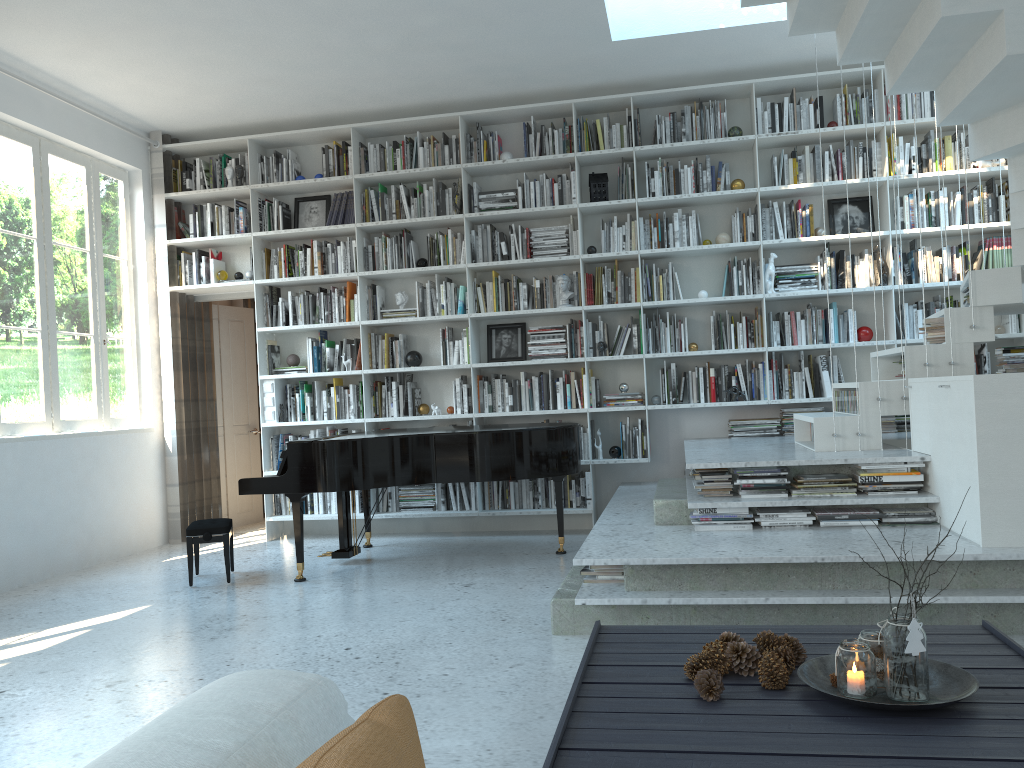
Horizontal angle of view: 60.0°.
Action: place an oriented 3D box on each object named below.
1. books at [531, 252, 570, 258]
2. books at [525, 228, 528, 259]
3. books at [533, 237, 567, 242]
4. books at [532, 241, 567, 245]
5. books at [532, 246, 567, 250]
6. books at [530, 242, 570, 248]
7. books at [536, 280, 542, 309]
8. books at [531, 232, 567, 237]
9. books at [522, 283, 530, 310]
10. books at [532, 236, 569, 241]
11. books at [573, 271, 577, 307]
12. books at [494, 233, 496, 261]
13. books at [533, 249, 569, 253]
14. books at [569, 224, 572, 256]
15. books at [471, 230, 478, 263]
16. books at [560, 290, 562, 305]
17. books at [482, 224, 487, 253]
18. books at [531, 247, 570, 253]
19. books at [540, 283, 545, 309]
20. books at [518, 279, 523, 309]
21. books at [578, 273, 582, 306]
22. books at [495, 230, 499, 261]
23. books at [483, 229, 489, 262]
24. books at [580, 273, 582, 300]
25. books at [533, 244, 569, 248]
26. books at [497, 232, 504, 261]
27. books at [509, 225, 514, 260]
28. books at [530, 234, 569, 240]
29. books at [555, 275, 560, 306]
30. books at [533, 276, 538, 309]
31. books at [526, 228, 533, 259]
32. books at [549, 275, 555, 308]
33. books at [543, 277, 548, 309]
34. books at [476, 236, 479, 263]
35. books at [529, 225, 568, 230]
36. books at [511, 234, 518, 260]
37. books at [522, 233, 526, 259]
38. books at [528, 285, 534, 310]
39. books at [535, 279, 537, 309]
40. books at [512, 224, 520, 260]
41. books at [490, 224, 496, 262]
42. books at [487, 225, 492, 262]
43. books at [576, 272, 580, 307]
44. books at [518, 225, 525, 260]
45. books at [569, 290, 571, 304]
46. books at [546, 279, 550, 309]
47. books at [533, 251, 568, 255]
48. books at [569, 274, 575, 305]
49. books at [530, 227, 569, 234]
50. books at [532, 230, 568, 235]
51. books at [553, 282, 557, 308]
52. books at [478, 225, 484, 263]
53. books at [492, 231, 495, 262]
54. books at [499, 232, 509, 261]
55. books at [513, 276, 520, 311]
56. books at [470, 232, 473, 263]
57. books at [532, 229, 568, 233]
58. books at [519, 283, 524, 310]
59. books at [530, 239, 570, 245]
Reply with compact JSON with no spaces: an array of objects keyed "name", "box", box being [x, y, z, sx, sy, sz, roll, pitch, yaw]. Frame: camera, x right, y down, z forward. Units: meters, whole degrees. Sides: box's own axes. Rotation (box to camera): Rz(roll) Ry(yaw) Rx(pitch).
[{"name":"books","box":[0.295,-0.954,6.608,0.285,0.012,0.159,-3,-1,12]},{"name":"books","box":[0.122,-1.025,6.628,0.015,0.245,0.183,-3,-1,11]},{"name":"books","box":[0.289,-1.063,6.604,0.254,0.012,0.161,-3,-1,8]},{"name":"books","box":[0.291,-1.039,6.608,0.254,0.012,0.161,-3,-1,12]},{"name":"books","box":[0.292,-1.003,6.606,0.254,0.012,0.161,-3,-1,13]},{"name":"books","box":[0.291,-1.027,6.609,0.285,0.012,0.159,-3,-1,12]},{"name":"books","box":[0.210,-0.650,6.605,0.029,0.224,0.185,-3,-1,11]},{"name":"books","box":[0.286,-1.099,6.600,0.254,0.012,0.161,-3,-1,16]},{"name":"books","box":[0.111,-0.640,6.637,0.030,0.215,0.168,-3,-1,11]},{"name":"books","box":[0.288,-1.075,6.606,0.254,0.012,0.161,-3,-1,13]},{"name":"books","box":[0.477,-0.691,6.582,0.025,0.279,0.108,-3,0,11]},{"name":"books","box":[-0.110,-1.007,6.679,0.014,0.233,0.147,-3,0,11]},{"name":"books","box":[0.294,-0.978,6.608,0.254,0.012,0.161,-3,-1,10]},{"name":"books","box":[0.441,-1.046,6.563,0.012,0.254,0.161,-3,0,11]},{"name":"books","box":[-0.271,-1.016,6.706,0.026,0.267,0.170,-3,0,11]},{"name":"books","box":[0.378,-0.647,6.591,0.035,0.201,0.149,-3,0,11]},{"name":"books","box":[-0.197,-1.042,6.709,0.014,0.313,0.133,-3,0,11]},{"name":"books","box":[0.292,-0.991,6.604,0.285,0.012,0.159,-3,-1,8]},{"name":"books","box":[0.239,-0.640,6.602,0.029,0.200,0.178,-3,-1,11]},{"name":"books","box":[0.068,-0.656,6.657,0.011,0.251,0.130,-3,0,11]},{"name":"books","box":[0.510,-0.684,6.571,0.014,0.261,0.137,-3,0,11]},{"name":"books","box":[-0.098,-1.016,6.673,0.014,0.250,0.172,-3,0,11]},{"name":"books","box":[-0.182,-1.020,6.680,0.025,0.266,0.185,-3,0,11]},{"name":"books","box":[0.529,-0.687,6.575,0.023,0.264,0.107,-3,0,11]},{"name":"books","box":[0.292,-1.015,6.606,0.254,0.012,0.161,-3,-1,9]},{"name":"books","box":[-0.085,-1.011,6.672,0.011,0.239,0.147,-3,0,11]},{"name":"books","box":[-0.003,-1.039,6.663,0.022,0.285,0.130,-3,0,11]},{"name":"books","box":[0.288,-1.087,6.609,0.285,0.012,0.159,-3,-1,10]},{"name":"books","box":[0.348,-0.675,6.599,0.024,0.259,0.126,-3,0,11]},{"name":"books","box":[0.181,-0.666,6.626,0.014,0.258,0.161,-3,0,11]},{"name":"books","box":[0.133,-1.027,6.613,0.013,0.247,0.176,-3,0,11]},{"name":"books","box":[0.302,-0.672,6.597,0.025,0.258,0.150,-3,0,11]},{"name":"books","box":[0.256,-0.663,6.588,0.012,0.245,0.186,-3,-1,11]},{"name":"books","box":[-0.241,-0.998,6.716,0.027,0.228,0.147,-3,0,11]},{"name":"books","box":[0.285,-1.149,6.607,0.285,0.012,0.159,-3,-1,13]},{"name":"books","box":[0.020,-1.005,6.652,0.024,0.216,0.148,-3,0,11]},{"name":"books","box":[0.105,-1.010,6.640,0.024,0.216,0.132,-3,0,11]},{"name":"books","box":[0.153,-0.634,6.641,0.050,0.199,0.145,-3,0,11]},{"name":"books","box":[0.193,-0.654,6.620,0.010,0.234,0.175,-3,-1,11]},{"name":"books","box":[0.046,-1.044,6.650,0.049,0.291,0.162,-3,0,11]},{"name":"books","box":[-0.135,-1.039,6.681,0.011,0.300,0.179,-3,0,11]},{"name":"books","box":[-0.153,-1.036,6.692,0.029,0.295,0.151,-3,0,11]},{"name":"books","box":[0.494,-0.686,6.562,0.014,0.266,0.154,-3,0,11]},{"name":"books","box":[0.078,-1.035,6.629,0.021,0.269,0.191,-3,0,11]},{"name":"books","box":[0.433,-0.670,6.598,0.021,0.242,0.103,-3,0,11]},{"name":"books","box":[0.281,-0.657,6.620,0.025,0.230,0.143,-3,0,11]},{"name":"books","box":[0.295,-0.966,6.610,0.254,0.012,0.161,-3,-1,11]},{"name":"books","box":[0.451,-0.680,6.576,0.025,0.259,0.130,-3,0,11]},{"name":"books","box":[0.284,-1.138,6.600,0.285,0.012,0.159,-3,-1,6]},{"name":"books","box":[0.286,-1.113,6.606,0.254,0.012,0.161,-3,-1,13]},{"name":"books","box":[0.329,-0.647,6.609,0.022,0.206,0.114,-3,0,11]},{"name":"books","box":[-0.220,-1.033,6.694,0.026,0.297,0.179,-3,0,11]},{"name":"books","box":[-0.123,-1.016,6.681,0.011,0.252,0.153,-3,0,11]},{"name":"books","box":[-0.047,-1.012,6.658,0.066,0.236,0.153,-3,0,11]},{"name":"books","box":[0.044,-0.664,6.634,0.028,0.267,0.190,-3,0,11]},{"name":"books","box":[-0.287,-1.008,6.720,0.012,0.254,0.161,-3,0,11]},{"name":"books","box":[0.287,-1.125,6.611,0.254,0.012,0.161,-3,-1,11]},{"name":"books","box":[0.084,-0.640,6.641,0.024,0.216,0.175,-3,-1,11]},{"name":"books","box":[0.289,-1.051,6.604,0.285,0.012,0.159,-3,-1,14]}]
